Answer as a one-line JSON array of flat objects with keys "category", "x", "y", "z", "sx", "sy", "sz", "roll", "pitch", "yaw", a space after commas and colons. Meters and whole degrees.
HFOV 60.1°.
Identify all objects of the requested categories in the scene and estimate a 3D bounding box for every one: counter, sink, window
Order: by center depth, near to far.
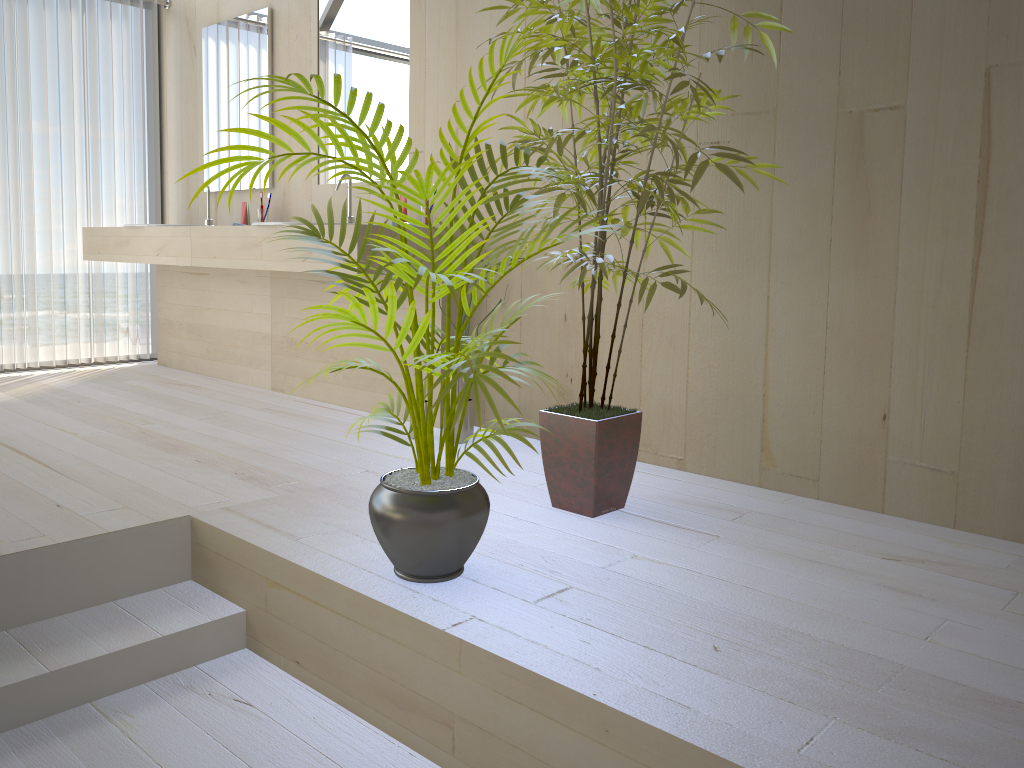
[{"category": "window", "x": -3.407, "y": -1.281, "z": 3.315, "sx": 0.747, "sy": 2.797, "sz": 4.574, "roll": 6, "pitch": 9, "yaw": 43}, {"category": "sink", "x": -0.794, "y": -0.662, "z": 3.627, "sx": 0.505, "sy": 0.417, "sz": 0.576, "roll": -6, "pitch": 10, "yaw": -43}, {"category": "counter", "x": -0.794, "y": -0.260, "z": 3.723, "sx": 1.209, "sy": 0.786, "sz": 0.552, "roll": 8, "pitch": 10, "yaw": 43}, {"category": "sink", "x": -1.672, "y": -0.803, "z": 4.449, "sx": 0.505, "sy": 0.417, "sz": 0.576, "roll": -6, "pitch": 10, "yaw": -43}, {"category": "counter", "x": -1.672, "y": -0.401, "z": 4.545, "sx": 1.209, "sy": 0.786, "sz": 0.552, "roll": 8, "pitch": 10, "yaw": 43}]

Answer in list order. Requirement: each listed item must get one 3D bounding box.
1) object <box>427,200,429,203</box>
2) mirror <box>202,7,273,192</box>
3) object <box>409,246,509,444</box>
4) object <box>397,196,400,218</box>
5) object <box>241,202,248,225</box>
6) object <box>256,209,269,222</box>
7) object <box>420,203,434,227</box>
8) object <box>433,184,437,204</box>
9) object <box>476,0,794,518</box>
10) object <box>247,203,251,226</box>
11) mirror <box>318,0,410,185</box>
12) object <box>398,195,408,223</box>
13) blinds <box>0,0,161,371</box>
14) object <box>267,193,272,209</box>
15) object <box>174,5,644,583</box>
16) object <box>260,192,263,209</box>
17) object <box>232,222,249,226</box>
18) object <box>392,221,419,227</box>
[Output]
[{"category": "object", "x": -0.331, "y": -0.697, "z": 3.452, "sx": 0.012, "sy": 0.177, "sz": 0.050, "roll": 0, "pitch": 6, "yaw": -8}, {"category": "mirror", "x": -1.424, "y": -1.439, "z": 4.570, "sx": 0.655, "sy": 0.863, "sz": 0.023, "roll": 7, "pitch": 8, "yaw": 43}, {"category": "object", "x": -0.179, "y": -0.169, "z": 3.305, "sx": 0.274, "sy": 0.745, "sz": 0.408, "roll": 4, "pitch": 7, "yaw": 31}, {"category": "object", "x": -0.454, "y": -0.700, "z": 3.621, "sx": 0.039, "sy": 0.134, "sz": 0.039, "roll": 1, "pitch": 6, "yaw": -5}, {"category": "object", "x": -1.310, "y": -0.824, "z": 4.332, "sx": 0.039, "sy": 0.134, "sz": 0.039, "roll": 1, "pitch": 6, "yaw": 2}, {"category": "object", "x": -1.213, "y": -0.801, "z": 4.308, "sx": 0.059, "sy": 0.099, "sz": 0.059, "roll": -4, "pitch": 8, "yaw": -40}, {"category": "object", "x": -0.335, "y": -0.660, "z": 3.485, "sx": 0.058, "sy": 0.099, "sz": 0.059, "roll": -3, "pitch": 8, "yaw": -36}, {"category": "object", "x": -0.320, "y": -0.701, "z": 3.487, "sx": 0.054, "sy": 0.174, "sz": 0.012, "roll": -1, "pitch": 6, "yaw": -22}, {"category": "object", "x": 0.278, "y": -0.530, "z": 2.376, "sx": 0.787, "sy": 1.746, "sz": 0.940, "roll": -1, "pitch": 6, "yaw": -22}, {"category": "object", "x": -1.332, "y": -0.841, "z": 4.443, "sx": 0.039, "sy": 0.134, "sz": 0.039, "roll": 1, "pitch": 6, "yaw": 2}, {"category": "mirror", "x": -0.651, "y": -1.321, "z": 3.884, "sx": 0.655, "sy": 0.863, "sz": 0.023, "roll": 7, "pitch": 8, "yaw": 43}, {"category": "object", "x": -0.432, "y": -0.683, "z": 3.510, "sx": 0.039, "sy": 0.134, "sz": 0.039, "roll": 1, "pitch": 6, "yaw": -5}, {"category": "blinds", "x": -2.444, "y": -1.122, "z": 4.653, "sx": 0.084, "sy": 2.059, "sz": 1.186, "roll": 6, "pitch": 8, "yaw": 43}, {"category": "object", "x": -1.197, "y": -0.842, "z": 4.309, "sx": 0.054, "sy": 0.174, "sz": 0.012, "roll": -1, "pitch": 6, "yaw": -22}, {"category": "object", "x": -0.210, "y": -0.168, "z": 1.831, "sx": 0.916, "sy": 1.150, "sz": 0.755, "roll": 0, "pitch": 6, "yaw": -13}, {"category": "object", "x": -1.208, "y": -0.838, "z": 4.274, "sx": 0.012, "sy": 0.177, "sz": 0.050, "roll": 0, "pitch": 6, "yaw": -8}, {"category": "object", "x": -1.292, "y": -0.763, "z": 4.259, "sx": 0.104, "sy": 0.029, "sz": 0.033, "roll": 0, "pitch": 7, "yaw": -6}, {"category": "object", "x": -0.414, "y": -0.622, "z": 3.436, "sx": 0.104, "sy": 0.029, "sz": 0.033, "roll": 0, "pitch": 7, "yaw": -6}]
